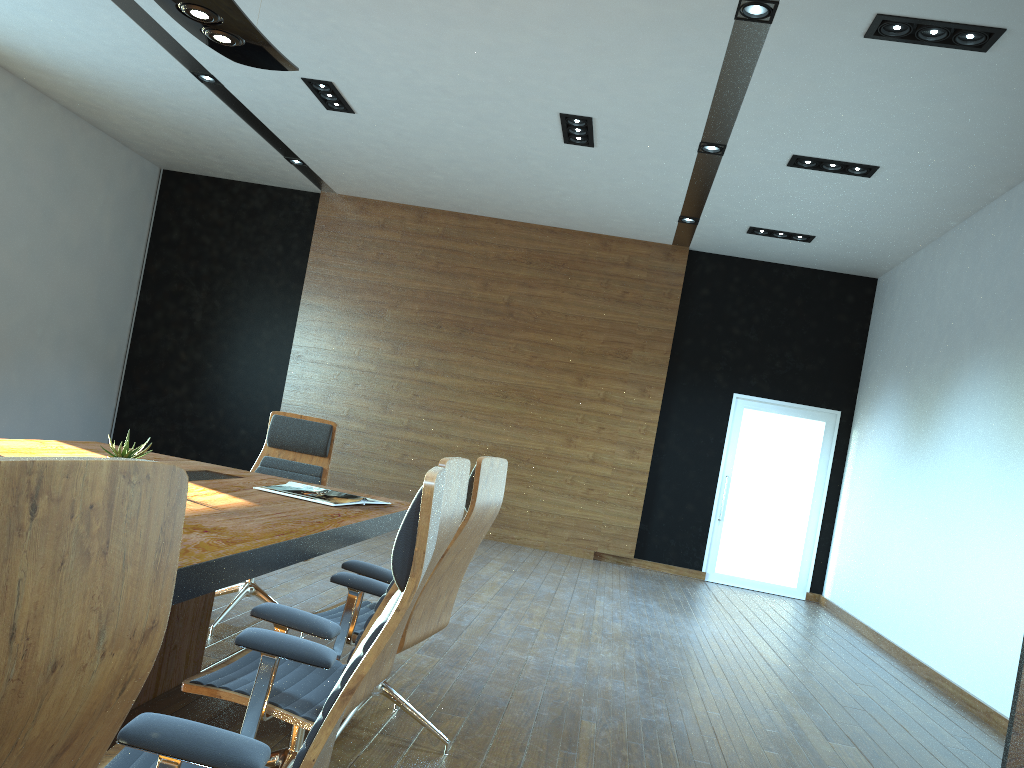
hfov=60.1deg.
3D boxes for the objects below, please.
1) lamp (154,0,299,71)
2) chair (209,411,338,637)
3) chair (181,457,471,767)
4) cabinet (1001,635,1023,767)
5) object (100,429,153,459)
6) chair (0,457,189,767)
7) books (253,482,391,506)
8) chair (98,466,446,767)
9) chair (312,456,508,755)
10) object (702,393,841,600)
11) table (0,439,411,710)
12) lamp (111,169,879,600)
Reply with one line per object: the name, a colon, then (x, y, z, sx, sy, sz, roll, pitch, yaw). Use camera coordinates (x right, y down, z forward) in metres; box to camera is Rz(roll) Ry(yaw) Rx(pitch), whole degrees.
lamp: (-1.036, -1.936, 3.245, 0.339, 1.198, 1.199, 10, -2, 7)
chair: (-1.310, 0.702, 4.643, 0.705, 1.127, 0.698, 10, -2, 9)
chair: (-0.560, 0.710, 2.535, 0.695, 1.127, 0.708, 10, -2, 7)
cabinet: (2.357, 1.185, 2.573, 0.766, 1.231, 2.354, 10, -3, 7)
object: (-1.434, 0.262, 3.281, 0.178, 0.187, 0.153, 11, -2, -18)
chair: (-0.772, 0.563, 0.765, 0.695, 1.127, 0.708, 10, -2, 8)
books: (-0.825, 0.484, 3.932, 0.388, 0.033, 0.546, 9, -4, 19)
chair: (-0.548, 0.659, 1.664, 0.696, 1.127, 0.707, 10, -2, -1)
chair: (-0.466, 0.780, 3.398, 0.695, 1.127, 0.708, 10, -2, 14)
object: (2.932, 1.275, 10.098, 1.196, 2.158, 0.200, 10, -1, 7)
table: (-1.693, 0.620, 1.775, 1.783, 0.796, 5.555, 10, -3, 7)
lamp: (-1.080, -0.378, 7.992, 9.382, 3.704, 16.725, 10, -3, 7)
